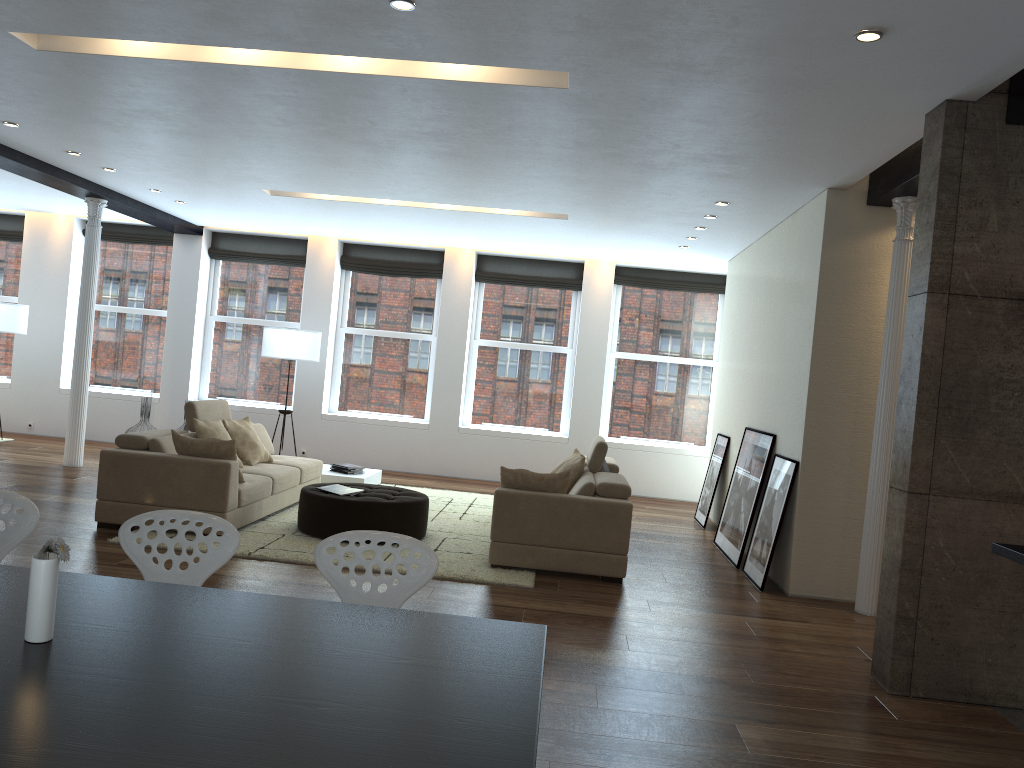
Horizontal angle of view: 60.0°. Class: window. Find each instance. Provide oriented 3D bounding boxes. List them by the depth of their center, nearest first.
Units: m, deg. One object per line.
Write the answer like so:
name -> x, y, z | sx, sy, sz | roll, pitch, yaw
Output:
window -> 2.035, -0.306, 11.845 | 1.563, 2.400, 0.123 | 5, 1, 4
window -> 0.144, -0.484, 11.964 | 1.443, 2.400, 0.123 | 5, 1, 4
window -> -1.686, -0.657, 12.078 | 1.442, 2.400, 0.123 | 5, 1, 4
window -> -3.511, -0.828, 12.193 | 1.432, 2.400, 0.123 | 5, 1, 4
window -> -5.311, -0.998, 12.306 | 1.391, 2.400, 0.123 | 5, 1, 4
window -> -7.366, -1.192, 12.435 | 1.345, 2.400, 0.123 | 5, 1, 4

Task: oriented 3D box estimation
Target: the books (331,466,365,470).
books -> -1.804, 0.921, 9.778 | 0.300, 0.010, 0.220 | 6, 1, 19

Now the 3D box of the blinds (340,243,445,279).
blinds -> -1.595, -1.660, 12.006 | 1.439, 0.424, 0.156 | 5, 1, 4

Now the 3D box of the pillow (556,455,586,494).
pillow -> 0.444, 0.793, 7.400 | 0.301, 0.439, 0.534 | 5, 1, 0

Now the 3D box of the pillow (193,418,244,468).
pillow -> -2.511, 0.515, 7.586 | 0.301, 0.439, 0.534 | 5, 1, 7

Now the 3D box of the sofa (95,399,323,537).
sofa -> -2.493, 0.644, 7.840 | 1.021, 0.950, 2.581 | 5, 1, 4

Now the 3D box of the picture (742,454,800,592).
picture -> 1.998, 1.052, 6.890 | 0.195, 0.988, 0.700 | 5, 1, 4

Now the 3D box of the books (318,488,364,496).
books -> -1.372, 0.857, 7.125 | 0.300, 0.031, 0.219 | 6, 1, 19

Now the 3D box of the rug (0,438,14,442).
rug -> -8.529, 0.524, 9.931 | 4.231, 0.020, 2.972 | 5, 1, 4

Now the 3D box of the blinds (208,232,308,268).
blinds -> -3.422, -1.838, 12.105 | 1.431, 0.395, 0.183 | 5, 1, 4

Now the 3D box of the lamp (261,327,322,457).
lamp -> -2.773, 0.192, 10.909 | 0.698, 1.728, 0.698 | 6, 1, 27

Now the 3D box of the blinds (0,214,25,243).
blinds -> -7.276, -2.202, 12.362 | 1.342, 0.393, 0.156 | 5, 1, 4

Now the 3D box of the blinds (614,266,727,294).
blinds -> 2.132, -1.370, 11.771 | 1.563, 0.275, 0.156 | 5, 1, 4

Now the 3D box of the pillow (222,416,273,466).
pillow -> -2.460, 0.523, 8.209 | 0.368, 0.416, 0.519 | 5, 1, 8

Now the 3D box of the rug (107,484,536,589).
rug -> -1.204, 1.227, 8.192 | 2.972, 0.020, 4.231 | 5, 1, 4

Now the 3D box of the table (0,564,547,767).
table -> -1.660, 0.889, 2.019 | 3.400, 0.733, 1.200 | 5, 1, 4

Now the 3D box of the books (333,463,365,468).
books -> -1.802, 0.902, 9.778 | 0.300, 0.010, 0.220 | 6, 1, 44

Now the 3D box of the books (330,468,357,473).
books -> -1.822, 0.948, 9.759 | 0.300, 0.010, 0.220 | 6, 1, 39

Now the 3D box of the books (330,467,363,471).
books -> -1.820, 0.929, 9.758 | 0.300, 0.010, 0.220 | 6, 1, 29

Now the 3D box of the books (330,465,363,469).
books -> -1.818, 0.910, 9.758 | 0.300, 0.010, 0.220 | 6, 1, 39

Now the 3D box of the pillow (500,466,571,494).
pillow -> 0.158, 0.796, 6.656 | 0.518, 0.393, 0.395 | 5, 1, 0

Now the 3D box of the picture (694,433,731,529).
picture -> 2.175, 1.040, 9.660 | 0.195, 0.988, 0.700 | 5, 1, 4

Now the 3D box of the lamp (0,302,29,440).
lamp -> -6.537, -0.164, 11.146 | 0.698, 1.728, 0.698 | 6, 1, 27

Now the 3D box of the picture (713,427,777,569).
picture -> 2.056, 0.972, 7.909 | 0.225, 1.140, 1.183 | 5, 1, 4

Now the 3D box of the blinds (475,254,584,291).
blinds -> 0.235, -1.494, 11.891 | 1.442, 0.393, 0.156 | 5, 1, 4

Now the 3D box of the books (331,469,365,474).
books -> -1.807, 0.959, 9.779 | 0.300, 0.010, 0.220 | 6, 1, 24

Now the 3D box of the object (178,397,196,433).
object -> -4.136, 0.538, 11.319 | 0.458, 0.781, 0.458 | 5, 1, 3

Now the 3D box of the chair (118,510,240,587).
chair -> -1.210, 0.870, 2.897 | 0.495, 0.835, 0.581 | 5, 1, 4

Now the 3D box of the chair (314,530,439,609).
chair -> -0.513, 0.936, 2.849 | 0.495, 0.835, 0.581 | 5, 1, 4

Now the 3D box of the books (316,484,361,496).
books -> -1.388, 0.848, 7.105 | 0.301, 0.040, 0.220 | 6, 1, 38

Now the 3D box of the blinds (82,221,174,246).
blinds -> -5.216, -2.067, 12.233 | 1.396, 0.275, 0.156 | 5, 1, 4

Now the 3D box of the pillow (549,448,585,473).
pillow -> 0.470, 0.799, 8.025 | 0.368, 0.416, 0.519 | 5, 1, -1

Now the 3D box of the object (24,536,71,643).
object -> -1.062, 0.460, 2.044 | 0.076, 0.233, 0.161 | 5, 1, -15

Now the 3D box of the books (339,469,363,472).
books -> -1.805, 0.940, 9.778 | 0.220, 0.010, 0.300 | 5, 1, -36

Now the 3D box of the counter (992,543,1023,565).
counter -> 2.303, 0.710, 1.677 | 1.000, 0.040, 3.700 | 5, 1, 4

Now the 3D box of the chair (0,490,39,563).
chair -> -1.941, 0.801, 2.952 | 0.495, 0.835, 0.581 | 5, 1, 4

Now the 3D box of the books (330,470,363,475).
books -> -1.824, 0.967, 9.759 | 0.300, 0.010, 0.220 | 6, 1, 39

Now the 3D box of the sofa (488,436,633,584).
sofa -> 0.435, 0.919, 7.656 | 1.021, 0.950, 2.581 | 5, 1, 4

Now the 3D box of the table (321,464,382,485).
table -> -1.989, 1.041, 9.861 | 0.900, 0.170, 0.900 | 5, 1, 4

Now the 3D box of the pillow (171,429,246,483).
pillow -> -2.324, 0.562, 6.812 | 0.518, 0.393, 0.395 | 5, 1, 7

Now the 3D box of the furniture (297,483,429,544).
furniture -> -1.219, 1.048, 7.309 | 1.057, 0.355, 1.057 | 5, 1, 5

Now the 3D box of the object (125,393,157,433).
object -> -4.613, 0.496, 11.131 | 0.458, 0.781, 0.458 | 5, 1, 3
